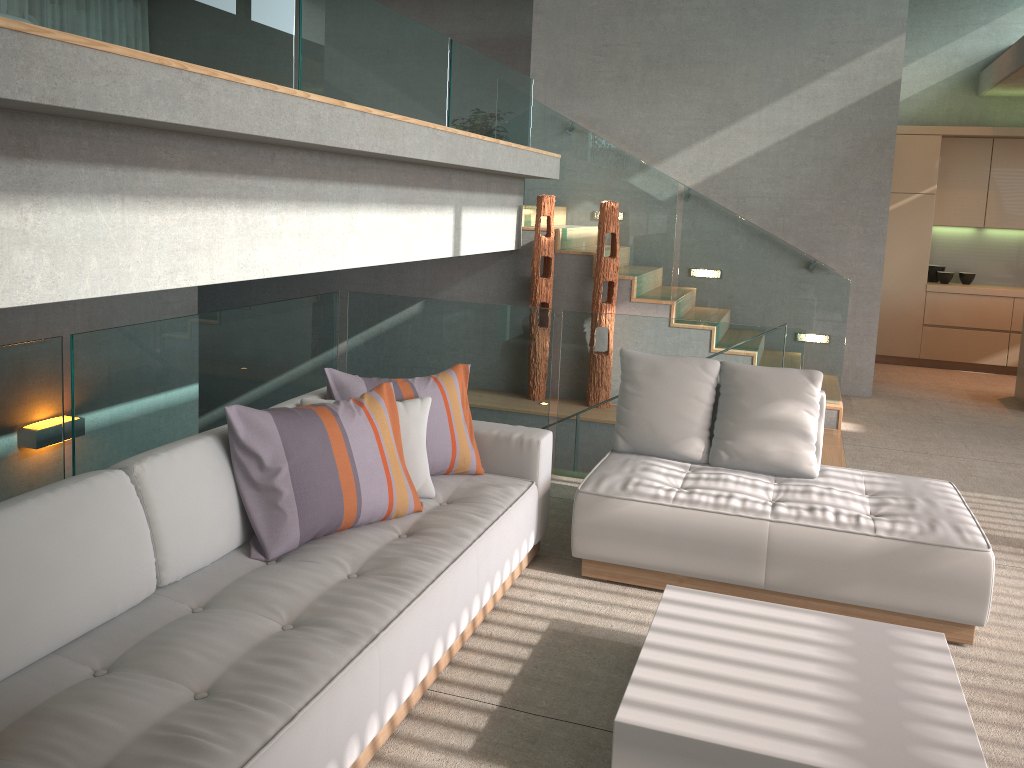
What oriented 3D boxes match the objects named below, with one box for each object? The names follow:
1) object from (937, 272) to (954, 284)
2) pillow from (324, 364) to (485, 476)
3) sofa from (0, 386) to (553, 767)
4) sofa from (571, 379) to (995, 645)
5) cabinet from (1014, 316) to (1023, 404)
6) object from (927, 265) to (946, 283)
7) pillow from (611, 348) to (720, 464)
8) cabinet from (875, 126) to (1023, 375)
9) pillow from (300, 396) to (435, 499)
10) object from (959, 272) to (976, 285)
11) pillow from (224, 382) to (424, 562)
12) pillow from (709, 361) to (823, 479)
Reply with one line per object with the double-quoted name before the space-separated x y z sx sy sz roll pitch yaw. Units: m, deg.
"object" 4.753 -1.164 9.702 0.169 0.125 0.171 3 10 5
"pillow" -0.457 0.164 3.734 0.697 0.499 0.282 -3 10 -29
"sofa" -0.847 0.634 2.526 1.051 0.744 3.496 6 12 18
"sofa" 1.163 0.450 3.912 1.599 0.725 1.023 6 11 18
"cabinet" 6.499 -0.039 7.120 4.130 0.890 0.808 6 10 18
"object" 4.719 -1.234 9.886 0.225 0.186 0.228 2 10 -4
"pillow" 0.738 0.102 4.283 0.493 0.493 0.240 6 8 18
"cabinet" 7.315 -1.047 8.110 7.487 2.541 1.984 6 9 18
"pillow" -0.565 0.254 3.462 0.594 0.401 0.241 -3 10 -28
"object" 5.019 -1.163 9.755 0.169 0.125 0.171 3 10 5
"pillow" -0.640 0.288 3.146 0.313 0.489 0.740 10 12 41
"pillow" 1.193 0.164 4.133 0.493 0.478 0.268 6 9 18
